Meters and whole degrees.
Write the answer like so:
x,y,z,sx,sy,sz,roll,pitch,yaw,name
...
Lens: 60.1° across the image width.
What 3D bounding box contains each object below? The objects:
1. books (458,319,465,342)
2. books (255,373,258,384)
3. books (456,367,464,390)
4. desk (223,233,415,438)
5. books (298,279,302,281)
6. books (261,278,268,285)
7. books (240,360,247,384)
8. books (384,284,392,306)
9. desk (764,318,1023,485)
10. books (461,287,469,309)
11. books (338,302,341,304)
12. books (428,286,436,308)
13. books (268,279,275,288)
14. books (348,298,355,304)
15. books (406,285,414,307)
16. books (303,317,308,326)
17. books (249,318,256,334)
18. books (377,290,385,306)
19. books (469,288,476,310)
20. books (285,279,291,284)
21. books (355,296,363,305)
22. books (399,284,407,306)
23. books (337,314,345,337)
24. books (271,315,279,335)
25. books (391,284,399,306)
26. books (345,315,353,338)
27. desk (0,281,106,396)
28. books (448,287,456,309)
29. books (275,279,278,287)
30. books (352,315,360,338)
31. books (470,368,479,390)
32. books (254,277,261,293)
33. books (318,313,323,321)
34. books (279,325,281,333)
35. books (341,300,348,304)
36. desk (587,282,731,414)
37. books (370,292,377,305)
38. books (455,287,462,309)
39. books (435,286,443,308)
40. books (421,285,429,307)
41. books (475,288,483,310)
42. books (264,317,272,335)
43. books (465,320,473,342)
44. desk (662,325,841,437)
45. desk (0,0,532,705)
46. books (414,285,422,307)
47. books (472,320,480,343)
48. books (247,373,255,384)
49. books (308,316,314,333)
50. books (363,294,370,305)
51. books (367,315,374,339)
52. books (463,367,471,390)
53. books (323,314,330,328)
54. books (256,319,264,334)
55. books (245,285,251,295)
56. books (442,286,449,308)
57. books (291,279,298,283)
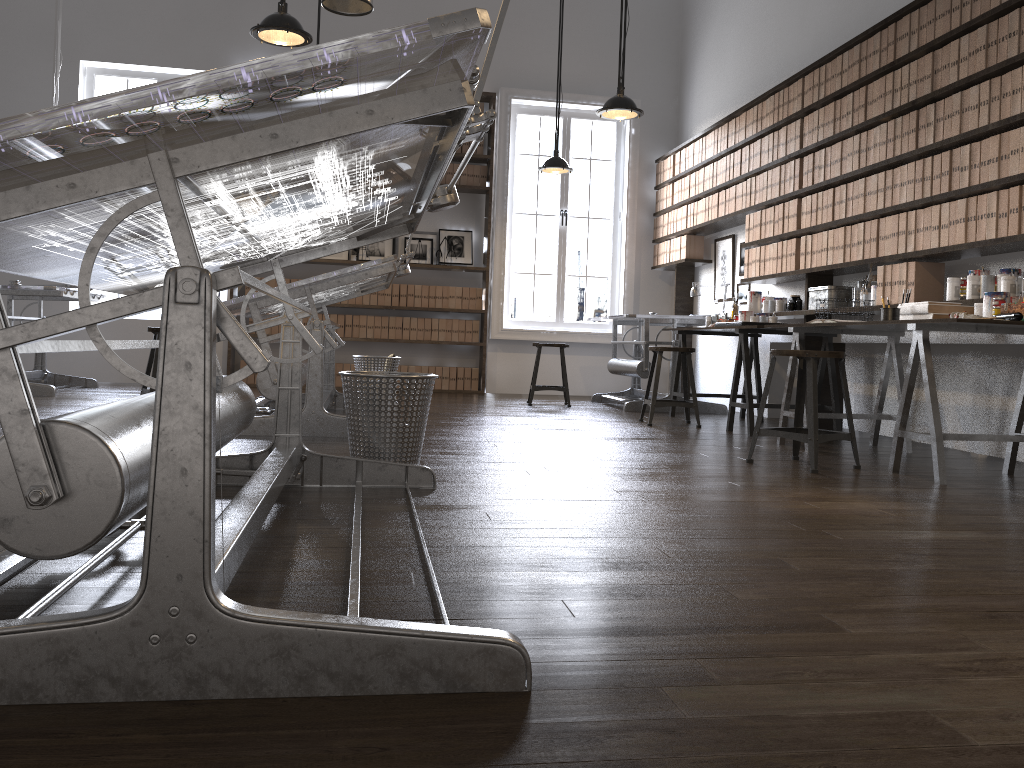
x,y,z,sx,sy,sz,roll,pitch,yaw,name
-0.515,-0.537,8.926,0.066,0.226,0.174,2,1,-10,books
-2.451,-0.113,8.598,0.067,0.226,0.174,2,1,-9,books
-0.530,-0.055,8.917,0.067,0.226,0.174,2,1,-9,books
-1.083,-0.475,5.368,1.076,1.386,2.282,2,2,-10,desk
-2.054,-0.906,8.667,0.066,0.226,0.174,2,1,-9,books
-2.398,-0.916,8.607,0.067,0.226,0.174,2,1,-9,books
-2.590,-0.118,8.581,0.066,0.226,0.174,2,1,-10,books
-1.237,-0.881,8.804,0.066,0.225,0.174,2,1,-9,books
1.891,0.048,4.295,0.655,0.669,1.670,2,2,-10,desk
-0.477,-0.858,8.932,0.066,0.226,0.174,2,1,-9,books
-1.720,-0.896,8.723,0.066,0.225,0.174,2,1,-10,books
-0.806,-0.868,8.878,0.066,0.226,0.174,2,1,-9,books
-2.336,-0.915,8.622,0.066,0.225,0.174,2,1,-10,books
-1.580,-0.892,8.749,0.066,0.226,0.174,2,1,-10,books
-1.016,-0.875,8.844,0.066,0.226,0.174,2,1,-10,books
-2.029,-0.583,8.673,0.066,0.225,0.174,2,1,-9,books
-2.511,-0.597,8.588,0.067,0.226,0.174,2,1,-9,books
-1.299,-0.883,8.790,0.067,0.226,0.174,2,1,-10,books
-0.408,-0.856,8.945,0.066,0.226,0.174,2,1,-9,books
-2.198,-0.911,8.642,0.067,0.226,0.174,2,1,-10,books
-1.511,-0.890,8.762,0.066,0.226,0.174,2,1,-10,books
-1.089,-0.877,8.826,0.067,0.226,0.174,2,1,-9,books
-1.687,-0.573,8.732,0.066,0.226,0.174,2,1,-10,books
-2.301,-0.591,8.630,0.066,0.226,0.174,2,1,-9,books
-1.163,-0.879,8.819,0.066,0.225,0.174,2,1,-10,books
-1.612,-0.570,8.738,0.067,0.226,0.174,2,1,-9,books
-3.689,-0.541,6.874,1.171,1.189,1.270,2,1,-9,desk
-0.611,-0.862,8.907,0.066,0.225,0.174,2,1,-9,books
-2.272,-0.913,8.635,0.066,0.225,0.174,2,1,-9,books
-1.540,-0.568,8.756,0.066,0.225,0.174,2,1,-10,books
-0.383,-0.051,8.945,0.066,0.225,0.174,2,1,-9,books
-2.469,-0.919,8.596,0.066,0.226,0.174,2,1,-10,books
-1.897,-0.579,8.696,0.066,0.226,0.174,2,1,-9,books
-2.232,-0.589,8.640,0.066,0.226,0.174,2,1,-9,books
-1.648,-0.894,8.733,0.067,0.226,0.174,2,1,-9,books
1.313,-0.340,7.645,1.070,1.098,1.270,2,1,-9,desk
-1.370,-0.885,8.778,0.066,0.226,0.174,2,1,-9,books
-0.545,-0.860,8.916,0.067,0.226,0.174,2,1,-10,books
-0.738,-0.866,8.883,0.067,0.226,0.174,2,1,-10,books
-0.876,-0.870,8.866,0.066,0.226,0.174,2,1,-9,books
-0.343,-0.854,8.949,0.067,0.226,0.174,2,1,-9,books
-2.369,-0.593,8.615,0.066,0.226,0.174,2,1,-10,books
-0.445,-0.535,8.937,0.066,0.226,0.174,2,1,-10,books
1.602,-0.039,6.036,0.655,0.669,1.670,2,2,-10,desk
-0.533,-0.308,2.060,1.076,1.386,2.071,2,2,-10,desk
-0.945,-0.872,8.851,0.066,0.226,0.174,2,1,-10,books
-0.375,-0.533,8.945,0.066,0.226,0.174,2,1,-9,books
-2.521,-0.116,8.591,0.066,0.226,0.174,2,1,-10,books
-1.962,-0.581,8.679,0.067,0.226,0.174,2,1,-10,books
-1.442,-0.888,8.770,0.066,0.226,0.174,2,1,-9,books
-1.403,-0.564,8.775,0.066,0.226,0.174,2,1,-10,books
-0.458,-0.053,8.935,0.066,0.225,0.174,2,1,-10,books
-1.827,-0.577,8.708,0.066,0.226,0.174,2,1,-9,books
-2.440,-0.595,8.600,0.066,0.226,0.174,2,1,-10,books
-2.541,-0.921,8.587,0.066,0.226,0.174,2,1,-10,books
-0.673,-0.864,8.899,0.066,0.225,0.174,2,1,-9,books
-2.125,-0.909,8.660,0.066,0.226,0.174,2,1,-9,books
